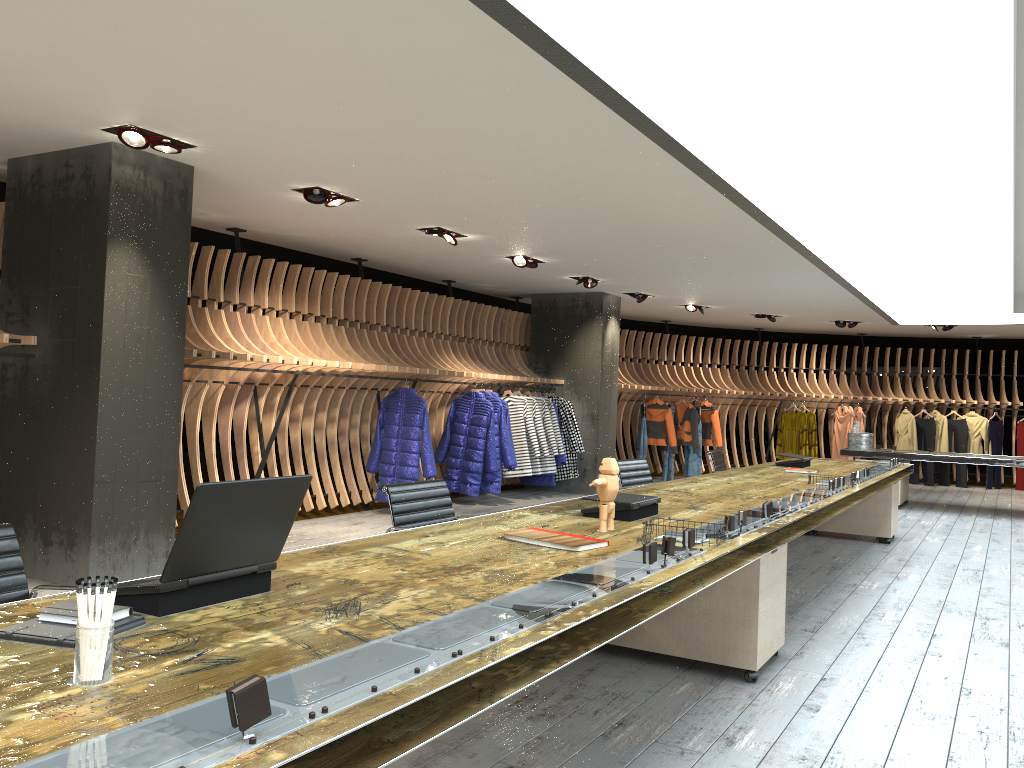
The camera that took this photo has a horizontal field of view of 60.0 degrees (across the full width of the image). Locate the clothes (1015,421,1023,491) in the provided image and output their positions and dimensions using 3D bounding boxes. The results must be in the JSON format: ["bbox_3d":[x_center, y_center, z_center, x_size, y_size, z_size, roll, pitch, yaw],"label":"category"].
[{"bbox_3d":[9.081,1.325,15.584,0.093,1.338,0.551,3,-2,-15],"label":"clothes"}]

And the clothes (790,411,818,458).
[{"bbox_3d":[5.214,1.004,15.970,0.168,1.045,0.664,3,-2,-30],"label":"clothes"}]

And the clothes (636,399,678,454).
[{"bbox_3d":[2.379,0.692,14.685,0.839,0.881,0.200,1,-2,45],"label":"clothes"}]

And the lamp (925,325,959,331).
[{"bbox_3d":[7.216,-1.023,14.907,0.493,0.284,0.269,2,-1,10],"label":"lamp"}]

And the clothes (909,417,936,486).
[{"bbox_3d":[7.422,1.260,16.035,0.087,1.353,0.539,3,-2,-26],"label":"clothes"}]

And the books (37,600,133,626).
[{"bbox_3d":[-0.942,0.498,1.934,0.186,0.027,0.112,2,-1,15],"label":"books"}]

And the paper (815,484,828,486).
[{"bbox_3d":[2.244,0.716,6.286,0.176,0.003,0.130,2,-1,28],"label":"paper"}]

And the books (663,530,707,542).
[{"bbox_3d":[0.678,0.595,3.480,0.155,0.025,0.110,2,-1,25],"label":"books"}]

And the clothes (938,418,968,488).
[{"bbox_3d":[7.930,1.279,15.942,0.087,1.353,0.539,4,-2,-36],"label":"clothes"}]

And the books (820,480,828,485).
[{"bbox_3d":[2.262,0.701,6.278,0.155,0.025,0.110,2,-1,25],"label":"books"}]

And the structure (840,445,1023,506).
[{"bbox_3d":[2.624,1.027,3.938,4.837,0.845,18.463,2,-1,30],"label":"structure"}]

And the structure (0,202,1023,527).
[{"bbox_3d":[1.228,0.047,0.103,14.885,2.441,36.531,2,-1,30],"label":"structure"}]

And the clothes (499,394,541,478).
[{"bbox_3d":[0.042,0.661,11.144,0.752,1.062,0.128,1,-2,28],"label":"clothes"}]

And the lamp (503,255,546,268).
[{"bbox_3d":[0.142,-1.386,9.582,0.269,0.286,0.492,2,-1,29],"label":"lamp"}]

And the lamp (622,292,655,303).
[{"bbox_3d":[1.759,-1.277,12.324,0.269,0.292,0.492,1,-1,36],"label":"lamp"}]

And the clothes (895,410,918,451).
[{"bbox_3d":[7.125,0.922,16.085,0.250,0.890,0.704,3,-1,-10],"label":"clothes"}]

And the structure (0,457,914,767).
[{"bbox_3d":[1.131,0.983,5.030,1.162,0.845,10.444,2,-1,30],"label":"structure"}]

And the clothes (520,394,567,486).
[{"bbox_3d":[0.361,0.756,11.973,0.885,1.239,0.245,2,-2,26],"label":"clothes"}]

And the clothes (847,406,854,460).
[{"bbox_3d":[6.105,0.979,16.103,0.125,1.156,0.447,2,-2,-1],"label":"clothes"}]

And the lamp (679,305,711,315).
[{"bbox_3d":[2.800,-1.215,13.517,0.492,0.296,0.269,3,-2,-41],"label":"lamp"}]

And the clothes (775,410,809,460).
[{"bbox_3d":[5.037,0.997,15.924,0.168,1.045,0.664,3,-2,-30],"label":"clothes"}]

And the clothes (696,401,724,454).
[{"bbox_3d":[3.328,0.740,15.314,0.200,0.881,0.839,3,-2,-30],"label":"clothes"}]

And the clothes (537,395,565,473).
[{"bbox_3d":[0.375,0.683,11.733,0.752,1.062,0.128,1,-2,28],"label":"clothes"}]

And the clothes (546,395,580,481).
[{"bbox_3d":[0.565,0.751,12.040,0.807,1.188,0.191,1,-2,30],"label":"clothes"}]

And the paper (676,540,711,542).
[{"bbox_3d":[0.674,0.609,3.485,0.176,0.004,0.130,2,-1,38],"label":"paper"}]

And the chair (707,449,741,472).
[{"bbox_3d":[2.158,1.067,8.336,0.667,0.860,0.693,2,-2,16],"label":"chair"}]

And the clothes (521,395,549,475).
[{"bbox_3d":[0.158,0.668,11.349,0.752,1.062,0.128,1,-2,28],"label":"clothes"}]

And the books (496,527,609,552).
[{"bbox_3d":[0.149,0.577,3.298,0.366,0.026,0.213,2,-1,40],"label":"books"}]

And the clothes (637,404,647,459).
[{"bbox_3d":[2.142,1.032,14.443,0.200,1.422,0.308,2,-2,7],"label":"clothes"}]

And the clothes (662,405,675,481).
[{"bbox_3d":[2.607,1.056,14.813,0.200,1.422,0.308,2,-2,22],"label":"clothes"}]

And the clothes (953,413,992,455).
[{"bbox_3d":[8.232,0.961,15.884,0.250,0.890,0.705,4,-2,-40],"label":"clothes"}]

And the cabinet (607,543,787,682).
[{"bbox_3d":[0.795,1.071,4.646,1.132,0.631,0.593,2,-2,30],"label":"cabinet"}]

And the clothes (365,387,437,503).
[{"bbox_3d":[-1.185,0.653,9.296,0.885,1.239,0.245,2,-2,26],"label":"clothes"}]

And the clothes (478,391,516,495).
[{"bbox_3d":[-0.362,0.704,10.591,0.884,1.247,0.249,2,-2,26],"label":"clothes"}]

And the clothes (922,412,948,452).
[{"bbox_3d":[7.650,0.943,16.027,0.250,0.890,0.704,3,-2,-20],"label":"clothes"}]

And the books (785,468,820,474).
[{"bbox_3d":[2.465,0.733,7.515,0.213,0.026,0.365,2,-1,30],"label":"books"}]

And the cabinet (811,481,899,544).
[{"bbox_3d":[3.351,1.242,9.176,1.132,0.631,0.593,2,-2,30],"label":"cabinet"}]

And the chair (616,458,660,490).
[{"bbox_3d":[1.080,0.994,6.408,0.668,0.860,0.693,2,-2,26],"label":"chair"}]

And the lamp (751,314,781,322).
[{"bbox_3d":[4.121,-1.150,14.391,0.492,0.293,0.269,3,-2,-28],"label":"lamp"}]

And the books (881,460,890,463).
[{"bbox_3d":[3.916,0.811,9.220,0.155,0.025,0.110,2,-1,25],"label":"books"}]

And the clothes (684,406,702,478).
[{"bbox_3d":[3.093,1.081,15.155,0.309,1.422,0.200,2,-2,2],"label":"clothes"}]

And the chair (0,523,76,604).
[{"bbox_3d":[-1.333,0.835,2.251,0.667,0.860,0.693,2,-2,16],"label":"chair"}]

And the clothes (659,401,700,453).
[{"bbox_3d":[2.864,0.718,14.974,0.200,0.881,0.839,4,-2,-40],"label":"clothes"}]

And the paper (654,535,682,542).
[{"bbox_3d":[0.660,0.610,3.488,0.176,0.003,0.130,2,-1,28],"label":"paper"}]

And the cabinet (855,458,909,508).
[{"bbox_3d":[5.173,1.363,12.393,0.593,0.631,1.131,2,-1,30],"label":"cabinet"}]

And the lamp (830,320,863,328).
[{"bbox_3d":[5.628,-1.080,14.889,0.492,0.297,0.269,3,-1,-10],"label":"lamp"}]

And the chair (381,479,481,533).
[{"bbox_3d":[-0.248,0.907,4.124,0.668,0.860,0.693,2,-2,21],"label":"chair"}]

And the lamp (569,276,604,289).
[{"bbox_3d":[0.925,-1.331,10.969,0.269,0.292,0.492,2,-1,29],"label":"lamp"}]

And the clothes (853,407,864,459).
[{"bbox_3d":[6.270,0.985,16.106,0.125,1.156,0.447,2,-2,-6],"label":"clothes"}]

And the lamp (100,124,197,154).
[{"bbox_3d":[-2.209,-1.538,5.421,0.269,0.296,0.492,2,-1,29],"label":"lamp"}]

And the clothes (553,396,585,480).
[{"bbox_3d":[0.650,0.757,12.208,0.799,1.186,0.191,1,-2,30],"label":"clothes"}]

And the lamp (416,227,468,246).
[{"bbox_3d":[-0.642,-1.434,8.195,0.269,0.294,0.492,2,-1,29],"label":"lamp"}]

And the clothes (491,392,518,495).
[{"bbox_3d":[-0.343,0.709,10.785,0.885,1.239,0.245,2,-2,26],"label":"clothes"}]

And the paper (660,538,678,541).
[{"bbox_3d":[0.674,0.609,3.485,0.176,0.004,0.130,2,-1,32],"label":"paper"}]

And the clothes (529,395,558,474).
[{"bbox_3d":[0.287,0.677,11.578,0.752,1.062,0.128,1,-2,28],"label":"clothes"}]

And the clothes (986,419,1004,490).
[{"bbox_3d":[8.587,1.300,15.774,0.539,1.353,0.087,4,-2,-36],"label":"clothes"}]

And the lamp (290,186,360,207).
[{"bbox_3d":[-1.426,-1.488,6.808,0.269,0.292,0.492,2,-1,29],"label":"lamp"}]

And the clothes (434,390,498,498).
[{"bbox_3d":[-0.569,0.703,10.545,0.880,1.261,0.242,2,-2,26],"label":"clothes"}]

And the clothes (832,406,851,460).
[{"bbox_3d":[5.989,0.974,16.093,0.125,1.156,0.447,3,-2,-26],"label":"clothes"}]
